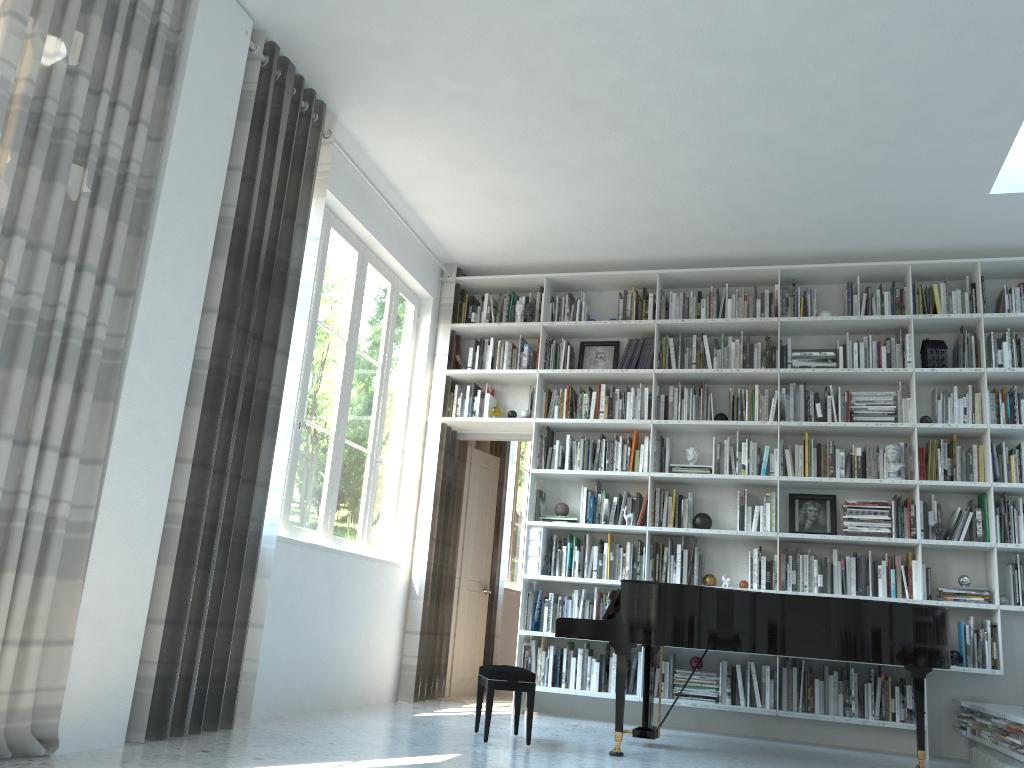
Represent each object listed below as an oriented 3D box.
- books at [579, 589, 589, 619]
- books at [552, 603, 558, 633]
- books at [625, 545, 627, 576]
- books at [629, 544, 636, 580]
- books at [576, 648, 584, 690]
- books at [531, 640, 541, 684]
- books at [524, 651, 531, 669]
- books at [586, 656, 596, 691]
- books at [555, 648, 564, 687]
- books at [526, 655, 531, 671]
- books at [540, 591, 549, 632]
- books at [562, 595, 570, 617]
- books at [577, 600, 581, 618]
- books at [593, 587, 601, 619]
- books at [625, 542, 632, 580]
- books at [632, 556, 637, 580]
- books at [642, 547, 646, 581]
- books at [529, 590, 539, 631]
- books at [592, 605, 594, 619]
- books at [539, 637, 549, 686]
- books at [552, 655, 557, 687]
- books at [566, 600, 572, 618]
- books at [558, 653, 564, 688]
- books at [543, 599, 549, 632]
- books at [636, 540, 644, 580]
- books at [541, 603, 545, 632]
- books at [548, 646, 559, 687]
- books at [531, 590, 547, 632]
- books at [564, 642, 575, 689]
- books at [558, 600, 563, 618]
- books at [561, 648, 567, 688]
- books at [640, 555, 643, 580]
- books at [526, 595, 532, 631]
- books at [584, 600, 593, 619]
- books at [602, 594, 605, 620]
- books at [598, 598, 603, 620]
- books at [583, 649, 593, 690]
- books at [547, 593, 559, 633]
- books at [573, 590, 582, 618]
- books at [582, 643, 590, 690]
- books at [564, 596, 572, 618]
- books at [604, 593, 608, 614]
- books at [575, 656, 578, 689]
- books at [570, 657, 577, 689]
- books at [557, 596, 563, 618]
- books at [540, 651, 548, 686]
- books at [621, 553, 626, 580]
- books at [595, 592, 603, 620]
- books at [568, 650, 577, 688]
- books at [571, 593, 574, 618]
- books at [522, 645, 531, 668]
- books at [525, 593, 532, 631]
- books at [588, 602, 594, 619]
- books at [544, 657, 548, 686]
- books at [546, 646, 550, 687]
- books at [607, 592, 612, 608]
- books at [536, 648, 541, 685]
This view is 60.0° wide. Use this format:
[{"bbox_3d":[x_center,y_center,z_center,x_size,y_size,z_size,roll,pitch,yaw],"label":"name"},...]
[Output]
[{"bbox_3d":[0.488,1.572,6.106,0.039,0.306,0.173,0,-15,17],"label":"books"},{"bbox_3d":[0.315,1.631,6.168,0.025,0.199,0.137,0,-16,17],"label":"books"},{"bbox_3d":[0.799,1.247,6.122,0.010,0.245,0.160,0,-16,17],"label":"books"},{"bbox_3d":[0.832,1.241,6.116,0.013,0.259,0.143,0,-15,17],"label":"books"},{"bbox_3d":[0.476,1.929,6.009,0.031,0.265,0.187,0,-16,17],"label":"books"},{"bbox_3d":[0.168,1.917,6.111,0.044,0.293,0.182,0,-15,17],"label":"books"},{"bbox_3d":[0.115,1.958,6.128,0.023,0.215,0.159,0,-16,17],"label":"books"},{"bbox_3d":[0.536,1.952,5.984,0.021,0.217,0.191,0,-16,17],"label":"books"},{"bbox_3d":[0.332,1.941,6.069,0.022,0.251,0.140,0,-15,17],"label":"books"},{"bbox_3d":[0.131,1.963,6.093,0.029,0.190,0.177,0,-16,17],"label":"books"},{"bbox_3d":[0.226,1.593,6.198,0.010,0.273,0.150,0,-15,17],"label":"books"},{"bbox_3d":[0.375,1.596,6.130,0.013,0.256,0.190,0,-16,17],"label":"books"},{"bbox_3d":[0.467,1.614,6.123,0.012,0.232,0.149,0,-16,17],"label":"books"},{"bbox_3d":[0.582,1.563,6.077,0.014,0.324,0.171,0,-15,17],"label":"books"},{"bbox_3d":[0.811,1.233,6.104,0.021,0.265,0.186,0,-16,17],"label":"books"},{"bbox_3d":[0.854,1.279,6.098,0.041,0.181,0.142,0,-16,17],"label":"books"},{"bbox_3d":[0.913,1.247,6.076,0.010,0.239,0.175,0,-16,17],"label":"books"},{"bbox_3d":[0.158,1.584,6.190,0.011,0.276,0.190,0,-16,17],"label":"books"},{"bbox_3d":[0.570,1.624,6.085,0.013,0.208,0.155,0,-16,17],"label":"books"},{"bbox_3d":[0.220,1.907,6.103,0.011,0.317,0.158,0,-15,17],"label":"books"},{"bbox_3d":[0.308,1.962,6.066,0.022,0.205,0.159,0,-16,17],"label":"books"},{"bbox_3d":[0.405,1.611,6.126,0.028,0.228,0.158,0,-16,17],"label":"books"},{"bbox_3d":[0.349,1.953,6.049,0.022,0.220,0.163,0,-16,17],"label":"books"},{"bbox_3d":[0.257,1.613,6.160,0.022,0.220,0.188,0,-16,17],"label":"books"},{"bbox_3d":[0.879,1.223,6.086,0.014,0.285,0.180,0,-15,17],"label":"books"},{"bbox_3d":[0.240,1.630,6.184,0.024,0.197,0.148,0,-16,17],"label":"books"},{"bbox_3d":[0.285,1.929,6.065,0.023,0.265,0.177,0,-16,17],"label":"books"},{"bbox_3d":[0.191,1.583,6.190,0.052,0.283,0.172,0,-15,17],"label":"books"},{"bbox_3d":[0.392,1.912,6.038,0.013,0.299,0.184,0,-15,17],"label":"books"},{"bbox_3d":[0.354,1.611,6.130,0.028,0.222,0.189,0,-16,17],"label":"books"},{"bbox_3d":[0.375,1.937,6.052,0.027,0.256,0.160,0,-15,17],"label":"books"},{"bbox_3d":[0.902,1.280,6.098,0.023,0.186,0.130,0,-16,17],"label":"books"},{"bbox_3d":[0.142,1.606,6.205,0.029,0.238,0.155,0,-16,17],"label":"books"},{"bbox_3d":[0.525,1.611,6.107,0.031,0.238,0.132,0,-15,17],"label":"books"},{"bbox_3d":[0.640,1.591,6.083,0.013,0.283,0.139,0,-15,17],"label":"books"},{"bbox_3d":[0.618,1.604,6.083,0.029,0.254,0.153,0,-15,17],"label":"books"},{"bbox_3d":[0.516,1.929,5.997,0.025,0.265,0.160,0,-15,17],"label":"books"},{"bbox_3d":[0.285,1.593,6.164,0.029,0.265,0.172,0,-16,17],"label":"books"},{"bbox_3d":[0.450,1.581,6.134,0.027,0.298,0.142,0,-15,17],"label":"books"},{"bbox_3d":[0.504,1.916,6.024,0.014,0.303,0.140,0,-15,17],"label":"books"},{"bbox_3d":[0.384,1.597,6.122,0.010,0.252,0.178,0,-16,17],"label":"books"},{"bbox_3d":[0.654,1.584,6.068,0.022,0.290,0.138,0,-15,17],"label":"books"},{"bbox_3d":[0.459,1.963,6.032,0.014,0.210,0.146,0,-16,17],"label":"books"},{"bbox_3d":[0.429,1.959,6.009,0.030,0.201,0.168,0,-16,17],"label":"books"},{"bbox_3d":[0.340,1.609,6.171,0.022,0.247,0.134,0,-15,17],"label":"books"},{"bbox_3d":[0.230,1.949,6.082,0.022,0.225,0.155,0,-16,17],"label":"books"},{"bbox_3d":[0.782,1.274,6.125,0.023,0.193,0.140,0,-16,17],"label":"books"},{"bbox_3d":[0.595,1.579,6.077,0.012,0.294,0.177,0,-15,17],"label":"books"},{"bbox_3d":[0.413,1.944,6.045,0.022,0.246,0.135,0,-15,17],"label":"books"},{"bbox_3d":[0.432,1.595,6.143,0.013,0.273,0.146,0,-15,17],"label":"books"},{"bbox_3d":[0.099,1.939,6.137,0.012,0.253,0.161,0,-16,17],"label":"books"},{"bbox_3d":[0.127,1.603,6.226,0.012,0.253,0.161,0,-16,17],"label":"books"},{"bbox_3d":[0.551,1.617,6.093,0.028,0.224,0.134,0,-15,17],"label":"books"},{"bbox_3d":[0.251,1.971,6.077,0.022,0.185,0.146,0,-16,17],"label":"books"},{"bbox_3d":[0.265,1.929,6.064,0.013,0.261,0.174,0,-16,17],"label":"books"},{"bbox_3d":[0.669,1.578,6.059,0.013,0.300,0.173,0,-15,17],"label":"books"},{"bbox_3d":[0.201,1.942,6.102,0.024,0.246,0.143,0,-15,17],"label":"books"}]
